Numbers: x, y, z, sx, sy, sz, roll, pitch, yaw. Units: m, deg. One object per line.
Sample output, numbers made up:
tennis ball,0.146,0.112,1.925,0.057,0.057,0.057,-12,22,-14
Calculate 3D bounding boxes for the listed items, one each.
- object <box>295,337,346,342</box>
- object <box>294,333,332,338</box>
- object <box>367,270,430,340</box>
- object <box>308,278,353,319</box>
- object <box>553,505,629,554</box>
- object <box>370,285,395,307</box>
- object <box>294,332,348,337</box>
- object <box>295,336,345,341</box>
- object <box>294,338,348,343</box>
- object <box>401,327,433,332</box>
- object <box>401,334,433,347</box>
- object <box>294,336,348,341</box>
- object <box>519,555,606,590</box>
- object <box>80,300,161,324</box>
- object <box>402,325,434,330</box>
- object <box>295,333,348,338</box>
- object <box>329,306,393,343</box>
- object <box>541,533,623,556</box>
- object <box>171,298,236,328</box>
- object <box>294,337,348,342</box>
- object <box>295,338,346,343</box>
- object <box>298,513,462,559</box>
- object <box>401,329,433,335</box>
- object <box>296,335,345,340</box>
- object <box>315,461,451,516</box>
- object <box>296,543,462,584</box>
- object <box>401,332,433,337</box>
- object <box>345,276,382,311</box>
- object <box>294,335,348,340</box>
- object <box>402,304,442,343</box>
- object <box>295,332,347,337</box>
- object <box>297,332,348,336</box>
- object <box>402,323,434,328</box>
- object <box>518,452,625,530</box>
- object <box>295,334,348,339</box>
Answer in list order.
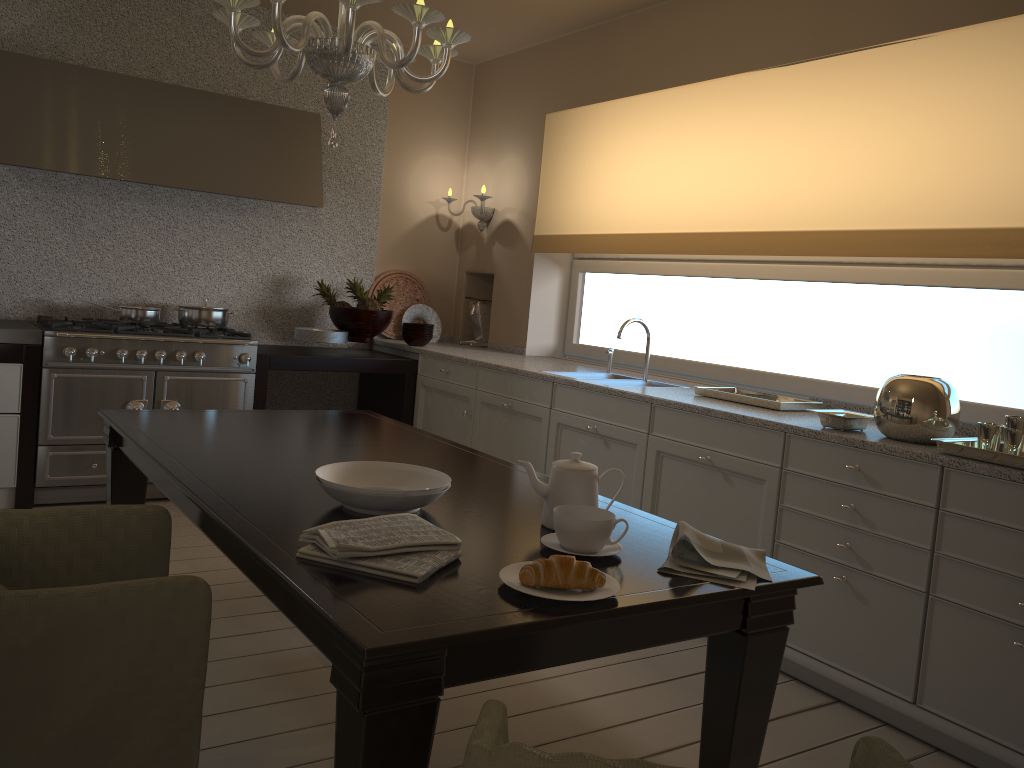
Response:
object,-1.016,-0.236,4.713,0.279,0.011,0.278,10,8,43
object,-1.015,-0.252,4.712,0.279,0.011,0.278,10,8,43
object,-0.700,-0.490,5.488,0.430,0.429,0.065,2,5,-34
object,-1.000,-0.451,4.971,0.278,0.284,0.138,6,4,12
object,0.136,0.275,1.660,0.125,0.069,0.116,1,7,-41
object,-0.785,-0.444,5.091,0.139,0.284,0.275,8,5,41
object,-1.014,-0.258,4.712,0.279,0.011,0.278,10,8,43
object,-1.015,-0.241,4.712,0.279,0.011,0.278,10,8,43
object,-1.017,-0.228,4.713,0.279,0.011,0.278,10,8,43
object,-0.539,-0.284,5.013,0.180,0.066,0.181,0,7,-42
object,-0.541,-0.243,5.017,0.181,0.063,0.180,9,6,33
object,-1.016,-0.238,4.713,0.279,0.011,0.278,10,8,43
object,0.080,0.299,1.413,0.138,0.051,0.062,4,5,-15
object,-1.943,-0.361,4.437,0.370,0.090,0.198,6,5,8
object,-0.536,-0.296,5.014,0.180,0.064,0.181,2,6,-27
object,-1.014,-0.255,4.712,0.279,0.011,0.278,10,8,43
object,-0.853,-0.331,4.983,0.352,0.187,0.351,9,6,39
object,0.130,0.305,1.659,0.154,0.012,0.154,7,6,16
object,-1.600,-0.374,4.606,0.266,0.145,0.266,6,5,14
object,-1.016,-0.233,4.713,0.279,0.011,0.278,10,8,43
object,-1.016,-0.230,4.712,0.279,0.011,0.278,10,8,43
object,-0.228,0.269,1.534,0.233,0.051,0.165,1,6,-34
object,-0.538,-0.269,5.015,0.181,0.063,0.180,9,6,33
object,-1.015,-0.246,4.712,0.279,0.011,0.278,10,8,43
object,-0.271,0.223,1.857,0.281,0.066,0.282,1,7,-40
object,-0.221,0.287,1.500,0.232,0.026,0.165,7,6,21
object,-0.540,-0.255,5.016,0.181,0.063,0.180,9,6,33
object,-0.836,-0.467,4.935,0.270,0.278,0.160,9,5,38
object,-1.015,-0.244,4.712,0.279,0.011,0.278,10,8,43
object,-0.562,-0.361,5.508,0.282,0.272,0.093,2,5,-33
object,-1.014,-0.261,4.711,0.279,0.011,0.278,10,8,43
object,-1.013,-0.264,4.711,0.279,0.011,0.278,10,8,43
object,-0.532,-0.310,5.014,0.180,0.065,0.181,2,6,-27
object,0.120,0.217,1.817,0.198,0.155,0.118,3,5,-28
object,-1.014,-0.250,4.712,0.279,0.011,0.278,10,8,43
